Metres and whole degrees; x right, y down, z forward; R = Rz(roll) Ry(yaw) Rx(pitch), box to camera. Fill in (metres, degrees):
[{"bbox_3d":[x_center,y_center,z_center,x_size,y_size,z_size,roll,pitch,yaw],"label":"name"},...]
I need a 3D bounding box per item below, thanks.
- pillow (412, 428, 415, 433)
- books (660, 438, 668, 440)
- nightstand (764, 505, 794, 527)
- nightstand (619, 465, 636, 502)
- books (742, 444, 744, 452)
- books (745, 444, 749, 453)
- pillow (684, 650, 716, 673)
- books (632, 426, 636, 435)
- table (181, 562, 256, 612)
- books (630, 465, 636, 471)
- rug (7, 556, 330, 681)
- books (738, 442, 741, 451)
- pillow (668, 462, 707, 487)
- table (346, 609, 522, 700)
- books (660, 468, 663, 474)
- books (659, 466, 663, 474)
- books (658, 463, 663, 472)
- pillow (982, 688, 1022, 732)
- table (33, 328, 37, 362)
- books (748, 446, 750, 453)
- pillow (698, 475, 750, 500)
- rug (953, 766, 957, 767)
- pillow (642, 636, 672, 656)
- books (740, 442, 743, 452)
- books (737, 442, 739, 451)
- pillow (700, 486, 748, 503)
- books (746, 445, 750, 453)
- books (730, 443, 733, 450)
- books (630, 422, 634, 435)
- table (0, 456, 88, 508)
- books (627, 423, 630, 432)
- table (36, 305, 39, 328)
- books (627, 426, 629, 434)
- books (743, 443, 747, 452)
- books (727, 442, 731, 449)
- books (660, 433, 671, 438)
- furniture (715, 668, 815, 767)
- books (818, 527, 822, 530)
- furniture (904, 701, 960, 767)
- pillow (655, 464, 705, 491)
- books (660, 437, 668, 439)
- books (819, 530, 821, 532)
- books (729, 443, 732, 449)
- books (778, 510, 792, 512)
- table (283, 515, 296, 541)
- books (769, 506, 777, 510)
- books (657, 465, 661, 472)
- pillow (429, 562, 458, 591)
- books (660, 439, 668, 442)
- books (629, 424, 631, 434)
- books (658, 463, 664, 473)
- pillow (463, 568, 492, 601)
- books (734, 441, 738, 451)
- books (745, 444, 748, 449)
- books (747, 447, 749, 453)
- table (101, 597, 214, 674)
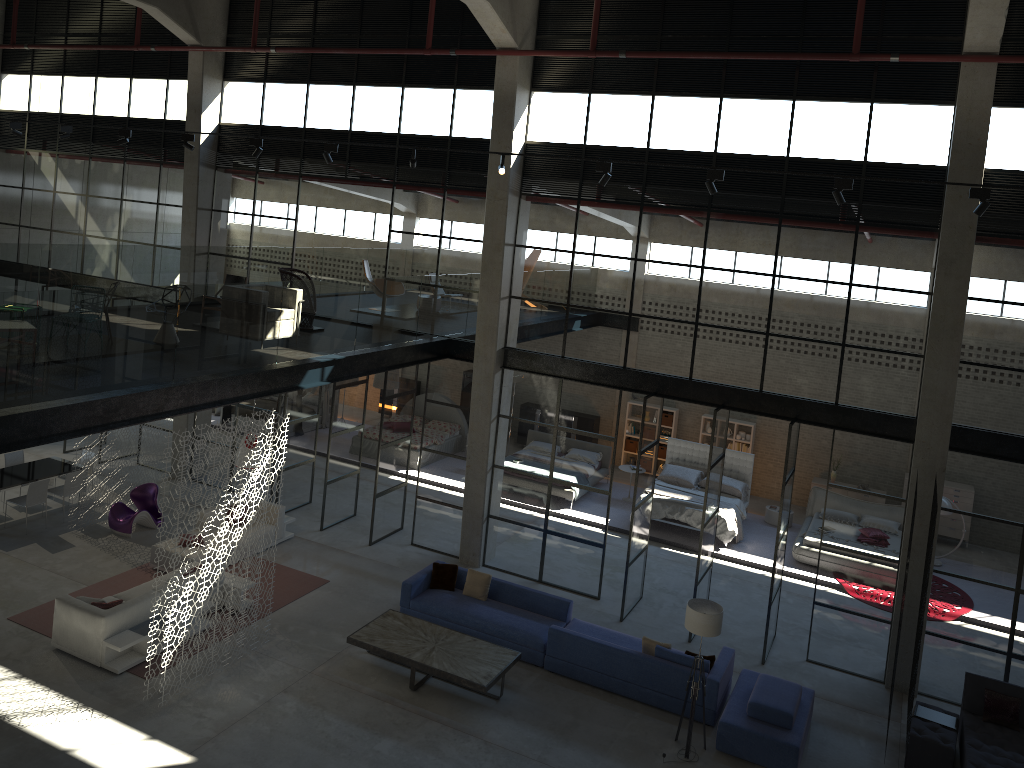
[{"bbox_3d":[-2.742,1.018,21.191,0.877,0.210,0.640,6,10,4],"label":"pillow"},{"bbox_3d":[3.802,1.345,21.674,0.253,0.025,0.210,11,12,24],"label":"books"},{"bbox_3d":[5.730,2.844,18.841,0.583,0.296,0.484,9,9,21],"label":"nightstand"},{"bbox_3d":[2.623,2.221,19.425,0.601,0.694,0.610,5,6,-3],"label":"nightstand"},{"bbox_3d":[5.500,1.568,20.855,0.020,0.317,0.254,7,6,24],"label":"books"},{"bbox_3d":[5.570,1.597,20.822,0.027,0.286,0.254,7,6,24],"label":"books"},{"bbox_3d":[2.418,3.643,11.392,0.399,0.368,0.262,6,5,4],"label":"pillow"},{"bbox_3d":[3.053,1.160,22.018,0.075,0.202,0.160,7,6,25],"label":"books"},{"bbox_3d":[-4.385,3.013,13.028,1.211,0.366,0.302,11,7,25],"label":"table"},{"bbox_3d":[2.755,1.858,19.446,0.229,0.042,0.305,5,11,-1],"label":"books"},{"bbox_3d":[-4.871,3.167,12.945,2.668,0.020,3.657,11,12,24],"label":"rug"},{"bbox_3d":[5.438,1.546,20.905,0.065,0.331,0.254,7,6,24],"label":"books"},{"bbox_3d":[3.851,1.986,19.214,1.061,0.320,0.492,10,10,25],"label":"pillow"},{"bbox_3d":[-1.037,3.622,11.526,2.080,0.395,1.034,11,11,25],"label":"table"},{"bbox_3d":[3.747,2.091,21.733,0.089,0.242,0.216,7,6,24],"label":"books"},{"bbox_3d":[3.711,2.109,21.734,0.071,0.196,0.216,7,7,24],"label":"books"},{"bbox_3d":[3.693,2.078,21.776,0.081,0.240,0.157,7,5,24],"label":"books"},{"bbox_3d":[6.097,4.056,10.914,0.416,0.342,0.236,9,6,26],"label":"pillow"},{"bbox_3d":[-5.987,-0.513,10.420,0.470,0.392,0.641,-1,11,-40],"label":"table"},{"bbox_3d":[5.632,1.608,20.796,0.020,0.286,0.254,7,6,24],"label":"books"},{"bbox_3d":[4.518,2.129,18.672,0.987,0.289,0.696,11,11,27],"label":"pillow"},{"bbox_3d":[6.167,5.077,8.768,3.657,0.020,2.667,11,12,24],"label":"rug"},{"bbox_3d":[1.909,3.551,11.586,0.405,0.378,0.208,9,6,26],"label":"pillow"},{"bbox_3d":[5.460,1.550,20.875,0.056,0.338,0.254,7,6,24],"label":"books"},{"bbox_3d":[5.395,1.542,20.906,0.059,0.331,0.254,7,6,24],"label":"books"},{"bbox_3d":[4.545,2.214,18.742,0.967,0.328,0.720,11,11,25],"label":"pillow"},{"bbox_3d":[5.587,1.609,20.805,0.022,0.272,0.254,7,6,24],"label":"books"},{"bbox_3d":[5.243,1.549,20.931,0.052,0.275,0.187,7,5,24],"label":"books"},{"bbox_3d":[3.012,1.114,22.023,0.049,0.284,0.185,7,5,24],"label":"books"},{"bbox_3d":[-8.597,1.924,15.472,0.907,0.750,1.815,9,10,24],"label":"table"},{"bbox_3d":[2.927,1.109,22.069,0.019,0.259,0.176,7,5,24],"label":"books"},{"bbox_3d":[-6.278,-0.742,11.148,0.392,0.512,0.418,6,6,0],"label":"table"},{"bbox_3d":[2.940,1.144,22.063,0.017,0.195,0.143,7,6,24],"label":"books"},{"bbox_3d":[5.527,1.569,20.843,0.036,0.330,0.254,7,6,24],"label":"books"},{"bbox_3d":[5.170,1.537,20.957,0.090,0.274,0.187,7,6,24],"label":"books"},{"bbox_3d":[3.808,1.289,21.670,0.258,0.046,0.215,11,12,24],"label":"books"},{"bbox_3d":[3.177,4.053,10.888,0.957,0.549,1.548,10,11,24],"label":"furniture"},{"bbox_3d":[6.170,2.843,17.177,0.285,0.030,0.201,-1,12,-30],"label":"books"},{"bbox_3d":[5.154,4.363,10.753,0.514,0.450,0.965,10,10,29],"label":"furniture"},{"bbox_3d":[3.635,2.012,18.979,1.035,0.370,0.669,11,10,28],"label":"pillow"},{"bbox_3d":[3.806,1.324,21.668,0.251,0.019,0.217,11,12,24],"label":"books"},{"bbox_3d":[6.167,2.874,17.178,0.286,0.030,0.204,-5,15,-44],"label":"books"},{"bbox_3d":[5.206,1.548,20.945,0.061,0.263,0.187,7,6,24],"label":"books"},{"bbox_3d":[5.829,2.708,18.760,0.230,0.046,0.302,12,12,30],"label":"books"},{"bbox_3d":[-4.332,2.509,15.666,0.908,0.367,0.302,10,7,25],"label":"table"},{"bbox_3d":[5.628,2.669,18.911,0.135,0.020,0.194,11,12,24],"label":"books"},{"bbox_3d":[3.665,2.093,21.790,0.077,0.198,0.149,7,6,24],"label":"books"},{"bbox_3d":[-1.030,2.924,13.331,0.399,0.368,0.262,6,5,4],"label":"pillow"},{"bbox_3d":[3.800,1.367,21.673,0.258,0.071,0.215,10,11,24],"label":"books"},{"bbox_3d":[2.991,1.121,22.039,0.033,0.259,0.176,7,5,24],"label":"books"},{"bbox_3d":[3.705,2.083,21.752,0.081,0.240,0.216,7,6,24],"label":"books"},{"bbox_3d":[-0.521,3.008,13.136,0.405,0.378,0.208,9,6,26],"label":"pillow"},{"bbox_3d":[5.353,1.535,20.925,0.069,0.332,0.254,7,6,24],"label":"books"},{"bbox_3d":[5.556,1.594,20.849,0.020,0.279,0.254,7,6,24],"label":"books"},{"bbox_3d":[5.611,1.619,20.809,0.019,0.255,0.254,7,7,24],"label":"books"},{"bbox_3d":[-4.608,3.284,11.511,0.303,0.365,1.581,8,11,24],"label":"table"}]
